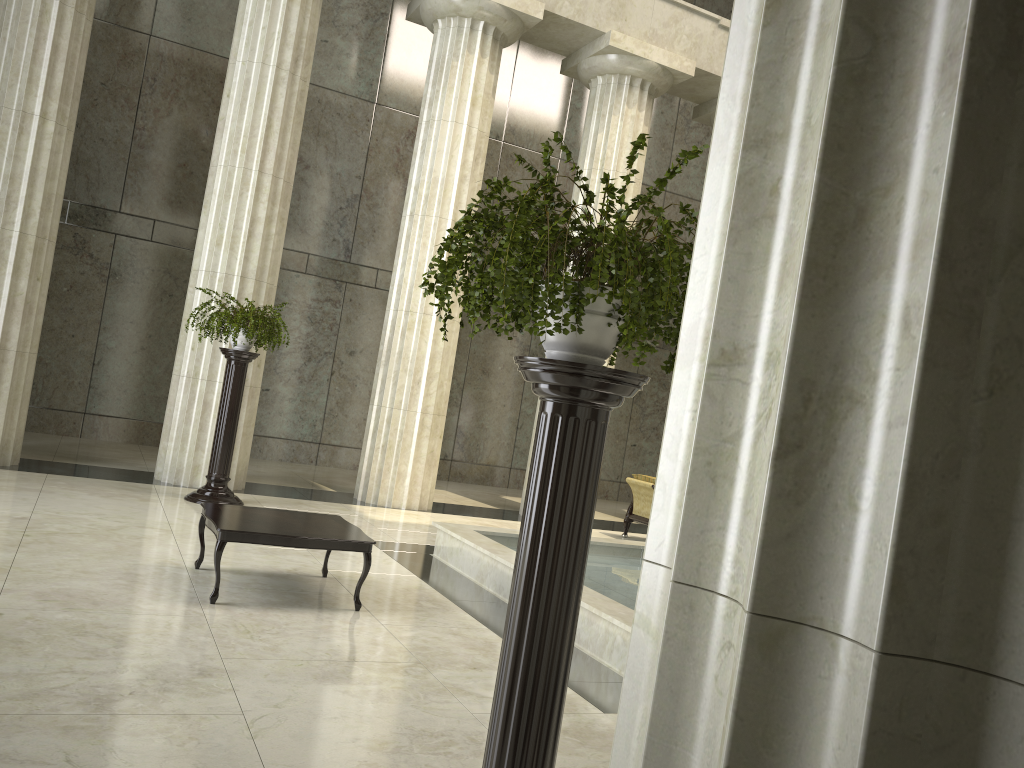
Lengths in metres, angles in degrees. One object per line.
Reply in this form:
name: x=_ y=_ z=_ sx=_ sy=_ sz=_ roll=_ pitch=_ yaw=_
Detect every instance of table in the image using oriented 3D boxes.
table: x=-1.682 y=1.240 z=6.423 sx=1.123 sy=0.494 sz=1.134 roll=10 pitch=-2 yaw=-27

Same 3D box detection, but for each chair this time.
chair: x=2.646 y=1.885 z=12.704 sx=2.172 sy=0.950 sz=0.993 roll=10 pitch=-2 yaw=-25

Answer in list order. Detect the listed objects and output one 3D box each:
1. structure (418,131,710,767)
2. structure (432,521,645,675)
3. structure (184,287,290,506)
structure: x=0.104 y=0.464 z=2.874 sx=1.053 sy=2.386 sz=1.159 roll=9 pitch=-2 yaw=5
structure: x=5.117 y=2.602 z=9.626 sx=11.573 sy=0.508 sz=3.754 roll=10 pitch=-2 yaw=-25
structure: x=-3.175 y=0.147 z=10.028 sx=1.159 sy=2.386 sz=1.053 roll=9 pitch=-2 yaw=5
